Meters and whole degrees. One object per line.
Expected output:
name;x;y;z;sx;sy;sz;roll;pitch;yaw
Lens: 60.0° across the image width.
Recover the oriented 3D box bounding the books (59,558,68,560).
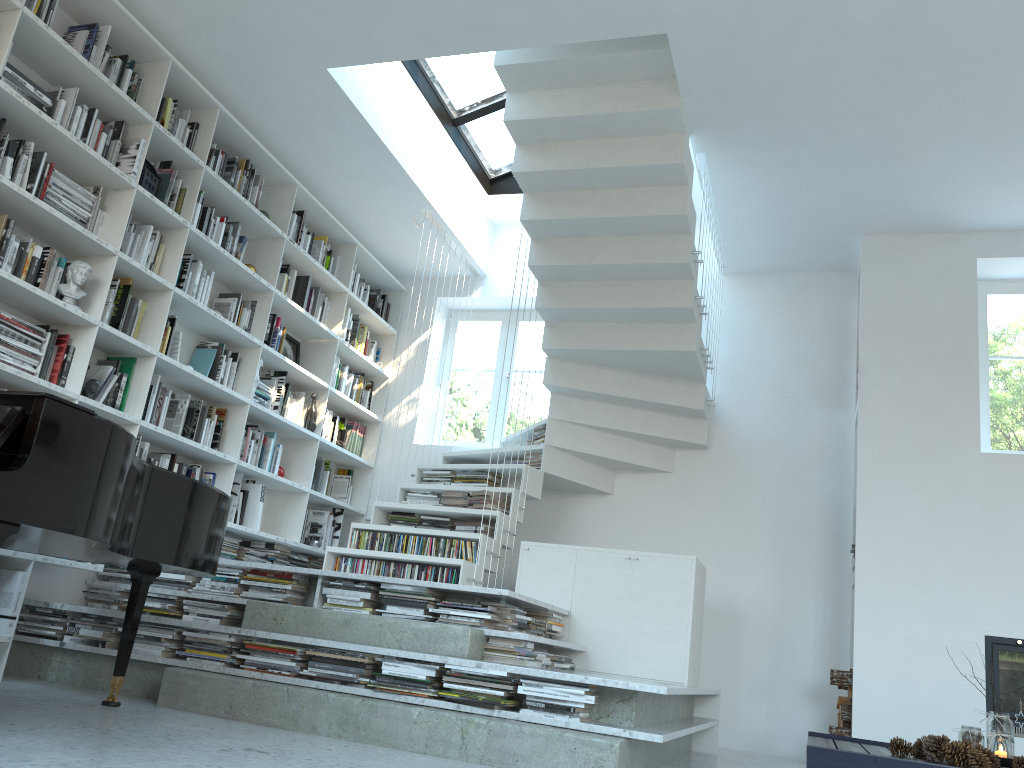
books;-2.126;0.693;4.183;0.162;0.263;0.005;2;-17;19

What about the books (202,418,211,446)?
books;-1.855;0.292;5.178;0.175;0.194;0.015;2;-17;19

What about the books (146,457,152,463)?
books;-2.027;0.493;4.715;0.162;0.230;0.066;2;-17;19

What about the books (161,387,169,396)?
books;-1.972;0.143;4.853;0.142;0.260;0.014;2;-17;19

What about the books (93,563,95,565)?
books;-2.085;0.776;4.339;0.160;0.205;0.012;2;-17;19

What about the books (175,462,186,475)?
books;-1.935;0.569;4.977;0.173;0.261;0.026;2;-17;19

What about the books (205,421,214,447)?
books;-1.846;0.303;5.190;0.190;0.182;0.019;2;-17;19

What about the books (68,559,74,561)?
books;-2.112;0.708;4.197;0.176;0.245;0.014;2;-17;19

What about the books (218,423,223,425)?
books;-1.819;0.327;5.293;0.158;0.203;0.013;2;-17;19

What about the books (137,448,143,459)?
books;-2.038;0.455;4.638;0.178;0.255;0.023;2;-17;19

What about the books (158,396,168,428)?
books;-1.975;0.164;4.831;0.180;0.207;0.014;2;-17;19

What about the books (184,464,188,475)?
books;-1.934;0.577;5.002;0.169;0.262;0.026;2;-17;19

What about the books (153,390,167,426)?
books;-1.981;0.144;4.823;0.176;0.237;0.015;2;-17;19

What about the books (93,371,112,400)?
books;-2.110;0.017;4.406;0.175;0.209;0.089;2;-17;19

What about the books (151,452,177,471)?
books;-1.956;0.525;4.893;0.175;0.292;0.012;2;-17;19

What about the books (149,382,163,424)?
books;-1.989;0.115;4.779;0.183;0.266;0.012;2;-17;19

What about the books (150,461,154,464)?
books;-2.017;0.512;4.748;0.175;0.216;0.011;2;-17;19

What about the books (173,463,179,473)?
books;-1.955;0.555;4.906;0.184;0.243;0.031;2;-17;19

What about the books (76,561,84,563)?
books;-2.087;0.739;4.251;0.175;0.224;0.026;2;-17;19

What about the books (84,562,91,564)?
books;-2.078;0.755;4.276;0.178;0.211;0.011;2;-17;19

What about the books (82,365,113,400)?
books;-2.110;0.003;4.391;0.190;0.227;0.096;2;-17;19

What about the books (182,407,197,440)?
books;-1.894;0.236;5.050;0.177;0.215;0.016;2;-17;19

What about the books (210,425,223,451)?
books;-1.812;0.329;5.257;0.189;0.180;0.016;2;-17;19

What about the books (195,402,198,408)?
books;-1.896;0.224;5.085;0.158;0.258;0.008;2;-17;19

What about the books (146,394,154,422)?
books;-2.004;0.139;4.726;0.183;0.186;0.013;2;-17;19

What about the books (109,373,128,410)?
books;-2.066;0.050;4.526;0.171;0.222;0.029;2;-17;19

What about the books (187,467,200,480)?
books;-1.895;0.608;5.094;0.186;0.265;0.070;2;-17;19

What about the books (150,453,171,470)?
books;-1.981;0.524;4.888;0.159;0.284;0.012;2;-17;19

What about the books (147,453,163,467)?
books;-1.997;0.509;4.815;0.171;0.267;0.014;2;-17;19

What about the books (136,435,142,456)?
books;-2.043;0.417;4.618;0.186;0.315;0.010;2;-17;19

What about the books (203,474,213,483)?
books;-1.854;0.654;5.212;0.156;0.257;0.026;2;-17;19

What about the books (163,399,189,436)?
books;-1.916;0.209;5.031;0.130;0.251;0.019;2;-17;19

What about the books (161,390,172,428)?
books;-1.969;0.151;4.864;0.172;0.250;0.013;2;-17;19

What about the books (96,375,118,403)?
books;-2.105;0.039;4.462;0.169;0.204;0.091;2;-17;19

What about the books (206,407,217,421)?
books;-1.840;0.263;5.215;0.173;0.273;0.006;2;-17;19

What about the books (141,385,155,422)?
books;-2.002;0.112;4.706;0.188;0.225;0.011;2;-17;19

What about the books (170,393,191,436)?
books;-1.920;0.196;5.056;0.131;0.289;0.016;2;-17;19

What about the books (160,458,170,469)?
books;-1.978;0.526;4.838;0.181;0.251;0.025;2;-17;19

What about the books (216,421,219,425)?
books;-1.832;0.321;5.284;0.141;0.204;0.016;2;-17;19

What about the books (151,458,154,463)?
books;-2.020;0.510;4.772;0.142;0.234;0.029;2;-17;19

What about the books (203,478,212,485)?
books;-1.858;0.660;5.183;0.175;0.227;0.025;2;-17;19

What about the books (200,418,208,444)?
books;-1.858;0.285;5.136;0.182;0.181;0.018;2;-17;19

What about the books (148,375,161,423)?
books;-1.992;0.091;4.752;0.175;0.296;0.014;2;-17;19

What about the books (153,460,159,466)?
books;-2.008;0.522;4.794;0.159;0.227;0.024;2;-17;19

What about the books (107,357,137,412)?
books;-2.054;0.015;4.581;0.182;0.324;0.014;2;-17;19

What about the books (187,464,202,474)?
books;-1.889;0.608;5.138;0.134;0.293;0.013;2;-17;19

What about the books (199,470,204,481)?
books;-1.887;0.627;5.150;0.150;0.264;0.021;2;-17;19

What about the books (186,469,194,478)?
books;-1.913;0.604;5.059;0.164;0.248;0.012;2;-17;19

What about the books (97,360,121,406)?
books;-2.088;0.014;4.522;0.138;0.285;0.013;2;-17;19

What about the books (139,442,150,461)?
books;-2.026;0.446;4.667;0.188;0.293;0.030;2;-17;19

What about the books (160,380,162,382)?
books;-1.997;0.112;4.805;0.159;0.284;0.006;2;-17;19

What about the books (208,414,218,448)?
books;-1.838;0.288;5.219;0.181;0.229;0.018;2;-17;19

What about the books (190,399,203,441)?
books;-1.886;0.226;5.131;0.159;0.284;0.007;2;-17;19

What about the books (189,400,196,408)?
books;-1.900;0.219;5.075;0.149;0.261;0.015;2;-17;19

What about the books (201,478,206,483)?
books;-1.873;0.654;5.155;0.168;0.219;0.013;2;-17;19

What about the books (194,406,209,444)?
books;-1.860;0.247;5.129;0.184;0.250;0.018;2;-17;19

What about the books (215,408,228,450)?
books;-1.803;0.287;5.313;0.162;0.294;0.007;2;-17;19

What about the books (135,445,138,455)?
books;-2.050;0.437;4.595;0.186;0.261;0.023;2;-17;19

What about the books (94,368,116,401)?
books;-2.109;0.016;4.453;0.149;0.238;0.094;2;-17;19
